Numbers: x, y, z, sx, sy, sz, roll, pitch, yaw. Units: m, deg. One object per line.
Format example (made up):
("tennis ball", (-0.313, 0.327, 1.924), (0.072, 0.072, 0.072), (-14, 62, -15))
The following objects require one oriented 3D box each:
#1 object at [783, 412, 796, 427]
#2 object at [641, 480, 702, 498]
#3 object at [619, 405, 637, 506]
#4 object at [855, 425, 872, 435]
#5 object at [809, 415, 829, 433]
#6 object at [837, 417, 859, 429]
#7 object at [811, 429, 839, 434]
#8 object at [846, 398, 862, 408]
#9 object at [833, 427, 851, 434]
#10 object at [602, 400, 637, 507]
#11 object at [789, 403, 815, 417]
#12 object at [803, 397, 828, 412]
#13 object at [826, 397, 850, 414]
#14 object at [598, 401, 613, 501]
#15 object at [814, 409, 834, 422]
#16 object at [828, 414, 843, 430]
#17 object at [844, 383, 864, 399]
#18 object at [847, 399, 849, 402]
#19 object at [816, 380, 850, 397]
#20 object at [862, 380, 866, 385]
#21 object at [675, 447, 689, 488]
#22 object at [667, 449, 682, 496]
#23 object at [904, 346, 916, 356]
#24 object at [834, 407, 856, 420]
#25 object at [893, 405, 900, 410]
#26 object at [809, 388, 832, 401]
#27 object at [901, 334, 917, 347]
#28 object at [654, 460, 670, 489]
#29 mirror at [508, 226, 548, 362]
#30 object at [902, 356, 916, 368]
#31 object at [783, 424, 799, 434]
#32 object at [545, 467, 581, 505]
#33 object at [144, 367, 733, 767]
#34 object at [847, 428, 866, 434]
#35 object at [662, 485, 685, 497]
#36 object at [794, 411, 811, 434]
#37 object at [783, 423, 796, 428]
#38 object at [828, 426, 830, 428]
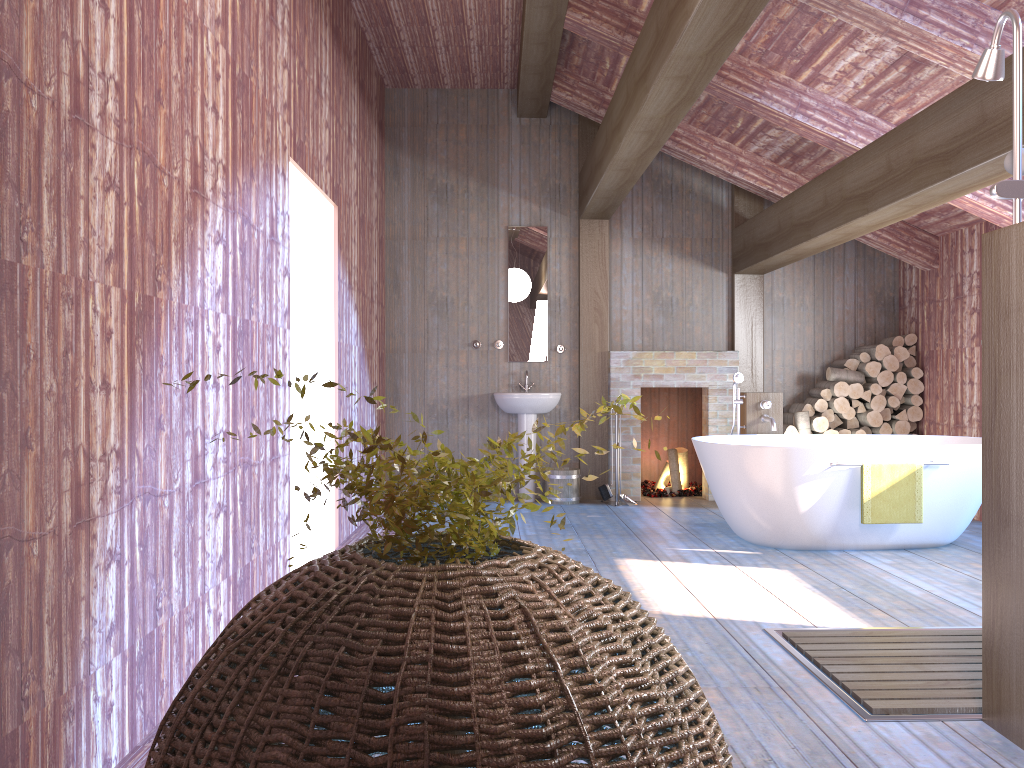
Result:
("object", (2.461, 0.309, 7.758), (0.108, 0.113, 0.302), (0, 0, -1))
("object", (1.494, 0.989, 8.451), (0.829, 0.085, 0.935), (0, 0, -19))
("object", (0.941, 0.579, 7.486), (0.206, 0.871, 0.126), (0, 0, 42))
("object", (3.028, 0.420, 7.762), (0.116, 0.118, 0.289), (0, 0, -4))
("object", (2.584, 0.333, 7.652), (0.138, 0.147, 0.440), (0, 0, -1))
("object", (2.921, 0.334, 7.759), (0.104, 0.127, 0.321), (0, 0, -1))
("object", (2.672, 0.442, 7.670), (0.139, 0.148, 0.458), (0, 0, -1))
("object", (2.923, 0.165, 7.659), (0.088, 0.092, 0.280), (0, 0, 0))
("object", (2.815, 0.433, 7.661), (0.114, 0.120, 0.303), (0, 0, 0))
("object", (0.863, 0.576, 7.548), (0.276, 0.888, 0.333), (0, 0, 41))
("object", (2.510, 0.224, 7.691), (0.114, 0.113, 0.301), (0, 0, -4))
("object", (2.615, 0.179, 7.645), (0.115, 0.123, 0.291), (0, 0, 0))
("object", (2.753, 0.177, 7.653), (0.141, 0.143, 0.437), (0, 0, -3))
("object", (0.794, 0.567, 7.495), (0.136, 0.846, 0.062), (0, 0, -20))
("object", (2.673, 0.268, 7.663), (0.111, 0.113, 0.301), (0, 0, -2))
("object", (2.772, 0.319, 7.753), (0.128, 0.150, 0.323), (0, 0, -1))
("object", (2.880, 0.054, 7.662), (0.138, 0.147, 0.440), (0, 0, -1))
("object", (2.848, 0.156, 7.642), (0.057, 0.061, 0.156), (0, 0, -2))
("object", (2.766, 0.040, 7.659), (0.135, 0.145, 0.439), (0, 0, -1))
("object", (2.980, -0.024, 7.759), (0.121, 0.124, 0.291), (0, 0, 0))
("object", (1.595, 0.827, 8.361), (0.140, 0.459, 0.266), (0, 0, 16))
("object", (1.492, 0.812, 8.131), (0.098, 0.434, 0.283), (0, 0, -3))
("object", (3.409, -0.289, 7.724), (0.081, 0.100, 0.281), (0, 0, -1))
("object", (2.851, 0.242, 7.654), (0.115, 0.123, 0.291), (0, 0, 0))
("object", (3.278, 0.191, 7.658), (0.067, 0.069, 0.177), (0, 0, -1))
("object", (2.669, 0.088, 7.662), (0.106, 0.112, 0.282), (0, 0, 0))
("object", (3.405, -0.374, 7.709), (0.112, 0.113, 0.271), (0, 0, -1))
("object", (1.433, 0.868, 8.295), (0.221, 0.306, 0.121), (0, 0, 26))
("mirror", (0.141, -0.794, 7.839), (0.350, 1.199, 0.009), (0, 0, -1))
("object", (3.401, -0.192, 7.709), (0.107, 0.115, 0.269), (0, 0, 0))
("object", (2.329, 0.416, 7.656), (0.139, 0.137, 0.455), (0, 0, -3))
("object", (0.435, 0.874, 7.615), (0.309, 0.290, 0.308), (0, 0, 9))
("object", (-0.113, 0.507, 1.467), (0.972, 1.073, 0.970), (0, 0, -21))
("object", (2.918, 0.430, 7.659), (0.098, 0.100, 0.437), (0, 0, -3))
("object", (1.484, 0.976, 8.140), (0.278, 0.084, 0.085), (0, 0, -45))
("object", (2.457, 0.376, 7.478), (0.147, 0.298, 0.109), (0, 0, 1))
("object", (2.419, 0.391, 7.755), (0.099, 0.093, 0.280), (0, 0, 0))
("object", (2.679, 0.349, 7.664), (0.064, 0.068, 0.174), (0, 0, -2))
